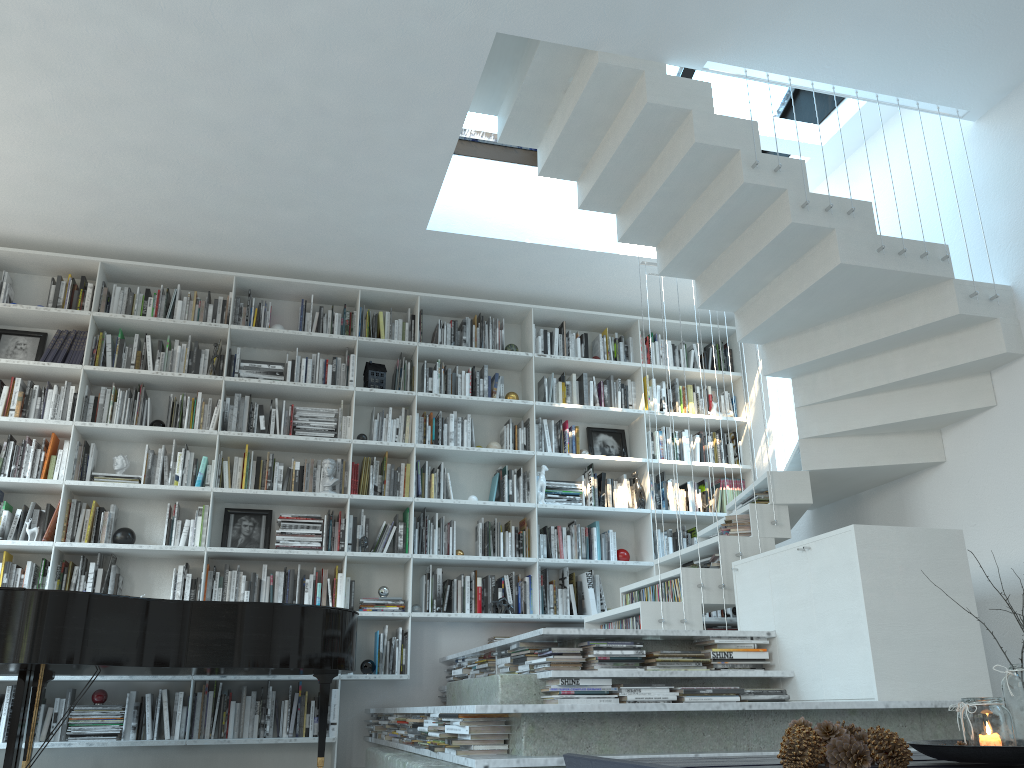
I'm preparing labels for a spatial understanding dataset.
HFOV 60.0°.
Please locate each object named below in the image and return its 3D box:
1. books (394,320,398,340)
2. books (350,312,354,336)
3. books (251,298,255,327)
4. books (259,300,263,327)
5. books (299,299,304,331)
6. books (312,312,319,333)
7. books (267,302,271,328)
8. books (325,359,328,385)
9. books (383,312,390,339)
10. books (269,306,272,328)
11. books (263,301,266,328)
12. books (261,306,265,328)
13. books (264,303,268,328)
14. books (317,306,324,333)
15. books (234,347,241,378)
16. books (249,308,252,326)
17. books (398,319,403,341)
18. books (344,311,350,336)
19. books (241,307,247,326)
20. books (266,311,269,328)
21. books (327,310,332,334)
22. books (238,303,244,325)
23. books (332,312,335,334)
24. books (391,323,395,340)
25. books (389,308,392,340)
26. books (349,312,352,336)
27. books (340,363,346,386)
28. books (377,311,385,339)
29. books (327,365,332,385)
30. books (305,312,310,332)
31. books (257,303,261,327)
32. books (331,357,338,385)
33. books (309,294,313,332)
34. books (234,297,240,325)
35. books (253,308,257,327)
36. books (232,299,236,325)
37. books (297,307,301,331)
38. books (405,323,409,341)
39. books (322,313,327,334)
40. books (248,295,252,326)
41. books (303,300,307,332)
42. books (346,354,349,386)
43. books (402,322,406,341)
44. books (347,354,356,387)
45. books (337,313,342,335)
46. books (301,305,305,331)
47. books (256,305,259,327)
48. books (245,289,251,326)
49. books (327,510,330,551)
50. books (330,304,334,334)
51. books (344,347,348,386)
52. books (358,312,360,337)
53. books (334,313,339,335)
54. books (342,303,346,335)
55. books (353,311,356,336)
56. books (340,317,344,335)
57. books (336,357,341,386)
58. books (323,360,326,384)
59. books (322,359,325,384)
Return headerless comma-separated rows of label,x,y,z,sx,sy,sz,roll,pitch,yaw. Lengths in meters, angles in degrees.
books,-0.843,-0.330,6.352,0.024,0.201,0.181,5,-21,-15
books,-1.143,-0.368,6.291,0.014,0.238,0.153,5,-20,-15
books,-1.790,-0.439,6.115,0.011,0.264,0.164,5,-20,-15
books,-1.741,-0.430,6.140,0.013,0.263,0.147,5,-20,-15
books,-1.478,-0.425,6.203,0.014,0.291,0.176,5,-20,-15
books,-1.387,-0.378,6.216,0.050,0.210,0.173,5,-21,-15
books,-1.687,-0.423,6.149,0.011,0.255,0.144,5,-20,-15
books,-1.286,-0.035,6.121,0.012,0.229,0.159,5,-20,-15
books,-0.906,-0.362,6.366,0.030,0.273,0.152,5,-20,-15
books,-1.684,-0.407,6.166,0.004,0.234,0.138,5,-20,-15
books,-1.715,-0.426,6.139,0.005,0.254,0.168,5,-20,-15
books,-1.726,-0.410,6.133,0.016,0.218,0.144,5,-20,-15
books,-1.712,-0.416,6.158,0.013,0.248,0.148,5,-20,-15
books,-1.355,-0.397,6.252,0.028,0.269,0.140,5,-20,-15
books,-1.847,-0.095,5.966,0.021,0.248,0.192,5,-20,-15
books,-1.807,-0.404,6.126,0.011,0.204,0.146,5,-20,-15
books,-0.815,-0.334,6.357,0.031,0.212,0.170,5,-21,-15
books,-1.176,-0.374,6.282,0.028,0.243,0.161,5,-20,-15
books,-1.843,-0.409,6.096,0.026,0.194,0.167,5,-21,-15
books,-1.698,-0.389,6.141,0.010,0.186,0.153,5,-21,-15
books,-1.294,-0.381,6.248,0.023,0.235,0.154,5,-20,-15
books,-1.870,-0.422,6.107,0.023,0.227,0.157,5,-20,-15
books,-1.266,-0.371,6.247,0.012,0.216,0.180,5,-21,-15
books,-0.865,-0.322,6.341,0.022,0.179,0.173,5,-21,-15
books,-0.882,-0.377,6.360,0.010,0.296,0.168,5,-20,-15
books,-1.159,-0.369,6.297,0.014,0.243,0.145,5,-20,-15
books,-1.180,-0.014,6.141,0.029,0.202,0.192,5,-21,-15
books,-0.940,-0.363,6.334,0.054,0.253,0.191,5,-20,-15
books,-1.265,-0.015,6.115,0.029,0.187,0.176,5,-21,-15
books,-1.440,-0.376,6.218,0.031,0.208,0.147,5,-20,-15
books,-1.755,-0.422,6.140,0.014,0.247,0.140,5,-20,-15
books,-1.237,-0.041,6.132,0.032,0.247,0.174,5,-20,-15
books,-1.416,-0.439,6.224,0.010,0.330,0.187,5,-20,-15
books,-1.889,-0.442,6.088,0.026,0.252,0.186,5,-20,-15
books,-1.777,-0.401,6.119,0.023,0.195,0.173,5,-21,-15
books,-1.912,-0.438,6.101,0.012,0.253,0.161,5,-20,-15
books,-1.494,-0.398,6.208,0.012,0.244,0.151,5,-20,-15
books,-0.769,-0.317,6.379,0.022,0.193,0.182,5,-21,-15
books,-1.320,-0.369,6.230,0.033,0.202,0.167,5,-21,-15
books,-1.815,-0.451,6.128,0.010,0.295,0.153,5,-20,-15
books,-1.458,-0.422,6.217,0.011,0.295,0.158,5,-20,-15
books,-1.156,-0.048,6.189,0.010,0.298,0.134,5,-20,-15
books,-0.794,-0.320,6.381,0.025,0.203,0.163,5,-21,-15
books,-1.112,-0.044,6.111,0.037,0.236,0.273,5,-21,-15
books,-1.233,-0.367,6.286,0.026,0.233,0.137,5,-20,-15
books,-1.470,-0.407,6.217,0.011,0.266,0.129,5,-20,-15
books,-1.768,-0.411,6.147,0.006,0.232,0.136,5,-20,-15
books,-1.828,-0.471,6.137,0.014,0.339,0.145,5,-20,-15
books,-1.209,0.983,5.810,0.011,0.298,0.130,5,-20,-15
books,-1.275,-0.401,6.244,0.010,0.269,0.180,5,-20,-15
books,-1.163,-0.071,6.177,0.012,0.333,0.156,5,-20,-15
books,-1.104,-0.383,6.318,0.012,0.284,0.160,5,-20,-15
books,-1.245,-0.369,6.234,0.023,0.201,0.194,5,-21,-15
books,-1.198,-0.403,6.295,0.012,0.307,0.138,5,-20,-15
books,-1.128,-0.373,6.305,0.022,0.256,0.137,5,-20,-15
books,-1.212,-0.353,6.280,0.014,0.203,0.135,5,-20,-15
books,-1.212,-0.039,6.157,0.029,0.260,0.133,5,-20,-15
books,-1.299,-0.034,6.124,0.010,0.229,0.153,5,-20,-15
books,-1.313,-0.035,6.134,0.011,0.238,0.140,5,-20,-15
